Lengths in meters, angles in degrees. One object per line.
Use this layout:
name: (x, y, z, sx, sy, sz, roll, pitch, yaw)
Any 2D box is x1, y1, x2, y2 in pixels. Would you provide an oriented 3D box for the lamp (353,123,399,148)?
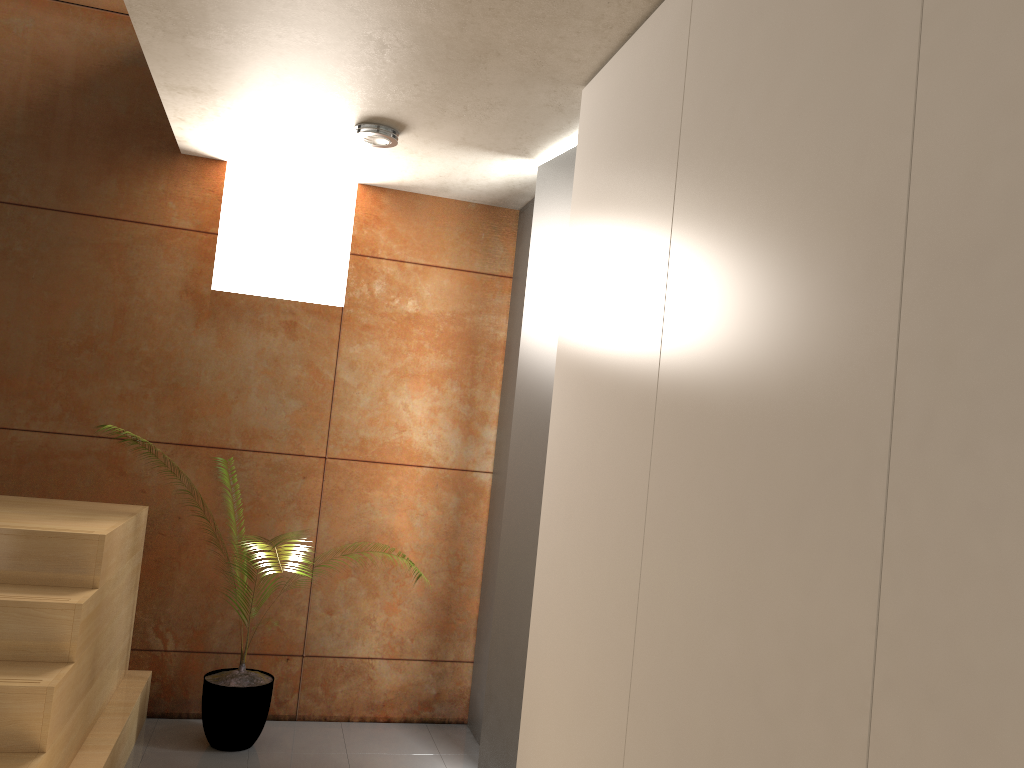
lamp: (-0.530, -0.971, 3.462, 0.173, 0.044, 0.173, 6, -4, -9)

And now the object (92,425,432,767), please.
object: (-0.877, 0.812, 1.134, 4.200, 1.455, 6.200, 7, -4, -14)

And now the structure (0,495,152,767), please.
structure: (-2.196, 0.773, 2.550, 1.950, 1.110, 2.400, 7, -4, -14)
